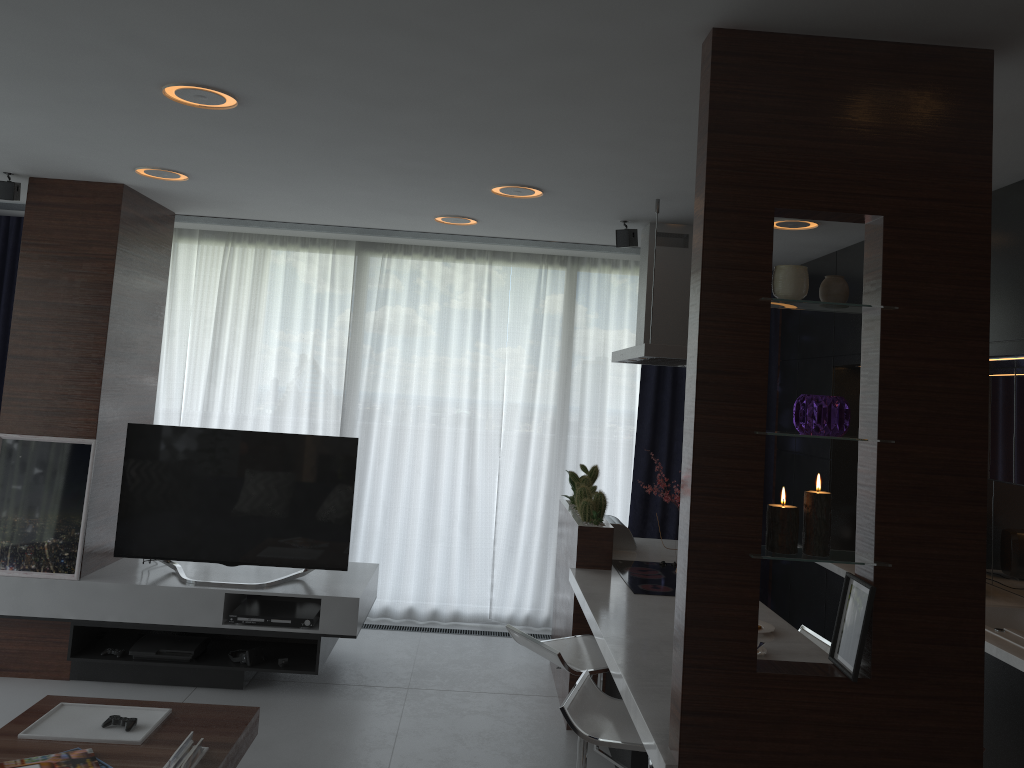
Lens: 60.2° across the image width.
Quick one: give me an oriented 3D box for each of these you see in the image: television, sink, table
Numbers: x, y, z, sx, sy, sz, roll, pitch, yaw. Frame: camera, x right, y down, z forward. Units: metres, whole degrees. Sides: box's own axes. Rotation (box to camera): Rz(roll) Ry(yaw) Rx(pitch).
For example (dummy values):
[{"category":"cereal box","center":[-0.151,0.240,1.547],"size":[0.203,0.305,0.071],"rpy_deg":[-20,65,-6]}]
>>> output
[{"category":"television","center":[-1.466,0.643,4.723],"size":[1.230,0.792,0.295],"rpy_deg":[4,-5,-2]},{"category":"sink","center":[2.179,0.984,3.655],"size":[0.503,0.495,0.849],"rpy_deg":[4,-2,-2]},{"category":"table","center":[-1.354,1.365,2.935],"size":[0.800,0.355,0.801],"rpy_deg":[4,-1,-2]}]

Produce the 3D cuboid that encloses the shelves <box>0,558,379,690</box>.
[{"category":"shelves","center":[-1.975,1.257,4.854],"size":[2.348,0.503,0.869],"rpy_deg":[4,-2,-2]}]

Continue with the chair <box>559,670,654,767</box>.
[{"category":"chair","center":[0.389,1.301,2.641],"size":[0.464,0.714,0.393],"rpy_deg":[3,-4,16]}]

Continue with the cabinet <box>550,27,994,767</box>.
[{"category":"cabinet","center":[0.728,0.404,3.754],"size":[0.786,2.567,3.318],"rpy_deg":[4,-2,-2]}]

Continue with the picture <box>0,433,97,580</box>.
[{"category":"picture","center":[-2.410,0.620,4.491],"size":[0.500,0.706,0.052],"rpy_deg":[4,-5,-2]}]

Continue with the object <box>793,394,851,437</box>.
[{"category":"object","center":[0.767,0.078,2.189],"size":[0.134,0.098,0.132],"rpy_deg":[2,-3,38]}]

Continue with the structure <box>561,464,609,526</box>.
[{"category":"structure","center":[0.396,0.580,4.853],"size":[0.222,0.288,0.995],"rpy_deg":[4,-1,1]}]

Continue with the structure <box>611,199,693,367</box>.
[{"category":"structure","center":[0.844,-0.490,4.683],"size":[0.446,0.764,1.039],"rpy_deg":[4,-2,-2]}]

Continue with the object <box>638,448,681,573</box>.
[{"category":"object","center":[0.485,0.529,2.384],"size":[0.386,0.740,0.197],"rpy_deg":[5,-5,-20]}]

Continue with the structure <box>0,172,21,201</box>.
[{"category":"structure","center":[-2.639,-1.029,4.636],"size":[0.084,0.143,0.114],"rpy_deg":[5,-4,-12]}]

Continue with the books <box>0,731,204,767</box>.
[{"category":"books","center":[2.192,1.524,4.177],"size":[8.211,0.375,0.404],"rpy_deg":[4,-3,-23]}]

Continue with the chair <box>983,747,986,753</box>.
[{"category":"chair","center":[1.028,1.327,2.522],"size":[0.464,0.745,0.393],"rpy_deg":[4,-4,4]}]

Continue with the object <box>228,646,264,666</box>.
[{"category":"object","center":[-1.373,1.383,4.534],"size":[0.184,0.079,0.116],"rpy_deg":[3,-2,28]}]

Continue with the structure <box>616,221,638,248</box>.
[{"category":"structure","center":[0.626,-0.809,4.812],"size":[0.084,0.143,0.113],"rpy_deg":[1,-5,38]}]

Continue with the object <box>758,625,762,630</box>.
[{"category":"object","center":[1.537,0.863,3.881],"size":[1.869,0.223,0.140],"rpy_deg":[4,-3,-37]}]

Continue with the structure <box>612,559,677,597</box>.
[{"category":"structure","center":[0.765,0.937,4.207],"size":[0.504,0.057,0.760],"rpy_deg":[4,0,-2]}]

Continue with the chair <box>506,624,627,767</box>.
[{"category":"chair","center":[0.237,1.295,3.318],"size":[0.462,0.714,0.395],"rpy_deg":[6,-5,-29]}]

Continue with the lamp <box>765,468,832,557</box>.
[{"category":"lamp","center":[0.709,0.311,2.183],"size":[0.153,0.212,0.077],"rpy_deg":[3,-5,10]}]

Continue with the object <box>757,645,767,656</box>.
[{"category":"object","center":[0.786,0.880,3.041],"size":[0.181,0.087,0.181],"rpy_deg":[4,-1,-25]}]

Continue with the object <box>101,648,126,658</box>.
[{"category":"object","center":[-2.018,1.359,4.481],"size":[0.112,0.036,0.070],"rpy_deg":[4,-1,11]}]

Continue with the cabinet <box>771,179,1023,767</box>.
[{"category":"cabinet","center":[2.187,0.504,4.314],"size":[0.705,2.569,3.461],"rpy_deg":[4,-2,-2]}]

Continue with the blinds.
[{"category":"blinds","center":[-1.116,0.164,2.725],"size":[5.798,2.790,7.100],"rpy_deg":[4,-1,2]}]

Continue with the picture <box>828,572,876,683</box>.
[{"category":"picture","center":[0.830,0.589,2.161],"size":[0.051,0.223,0.174],"rpy_deg":[4,-3,2]}]

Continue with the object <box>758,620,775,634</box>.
[{"category":"object","center":[0.876,0.922,3.359],"size":[0.237,0.019,0.238],"rpy_deg":[4,0,-30]}]

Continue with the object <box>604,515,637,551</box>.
[{"category":"object","center":[0.581,0.846,5.048],"size":[0.222,0.146,0.342],"rpy_deg":[4,-1,-2]}]

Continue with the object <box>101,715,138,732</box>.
[{"category":"object","center":[-1.364,1.178,3.082],"size":[0.112,0.036,0.070],"rpy_deg":[4,-1,11]}]

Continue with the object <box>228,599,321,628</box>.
[{"category":"object","center":[-1.223,1.201,4.619],"size":[0.430,0.053,0.334],"rpy_deg":[4,0,-2]}]

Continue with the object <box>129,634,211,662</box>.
[{"category":"object","center":[-1.766,1.360,4.575],"size":[0.314,0.068,0.312],"rpy_deg":[4,-1,-2]}]

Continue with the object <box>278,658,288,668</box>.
[{"category":"object","center":[-1.160,1.413,4.479],"size":[0.044,0.043,0.043],"rpy_deg":[4,-3,-1]}]

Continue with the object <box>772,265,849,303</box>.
[{"category":"object","center":[0.751,-0.244,2.210],"size":[0.217,0.086,0.088],"rpy_deg":[4,-3,-19]}]

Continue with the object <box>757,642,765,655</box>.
[{"category":"object","center":[0.843,0.912,3.038],"size":[0.036,0.013,0.164],"rpy_deg":[3,0,23]}]

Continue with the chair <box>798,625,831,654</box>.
[{"category":"chair","center":[0.950,1.327,3.309],"size":[0.463,0.745,0.394],"rpy_deg":[4,-4,-6]}]

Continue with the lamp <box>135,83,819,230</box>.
[{"category":"lamp","center":[1.945,-0.766,3.068],"size":[9.565,0.085,5.330],"rpy_deg":[4,0,-15]}]
